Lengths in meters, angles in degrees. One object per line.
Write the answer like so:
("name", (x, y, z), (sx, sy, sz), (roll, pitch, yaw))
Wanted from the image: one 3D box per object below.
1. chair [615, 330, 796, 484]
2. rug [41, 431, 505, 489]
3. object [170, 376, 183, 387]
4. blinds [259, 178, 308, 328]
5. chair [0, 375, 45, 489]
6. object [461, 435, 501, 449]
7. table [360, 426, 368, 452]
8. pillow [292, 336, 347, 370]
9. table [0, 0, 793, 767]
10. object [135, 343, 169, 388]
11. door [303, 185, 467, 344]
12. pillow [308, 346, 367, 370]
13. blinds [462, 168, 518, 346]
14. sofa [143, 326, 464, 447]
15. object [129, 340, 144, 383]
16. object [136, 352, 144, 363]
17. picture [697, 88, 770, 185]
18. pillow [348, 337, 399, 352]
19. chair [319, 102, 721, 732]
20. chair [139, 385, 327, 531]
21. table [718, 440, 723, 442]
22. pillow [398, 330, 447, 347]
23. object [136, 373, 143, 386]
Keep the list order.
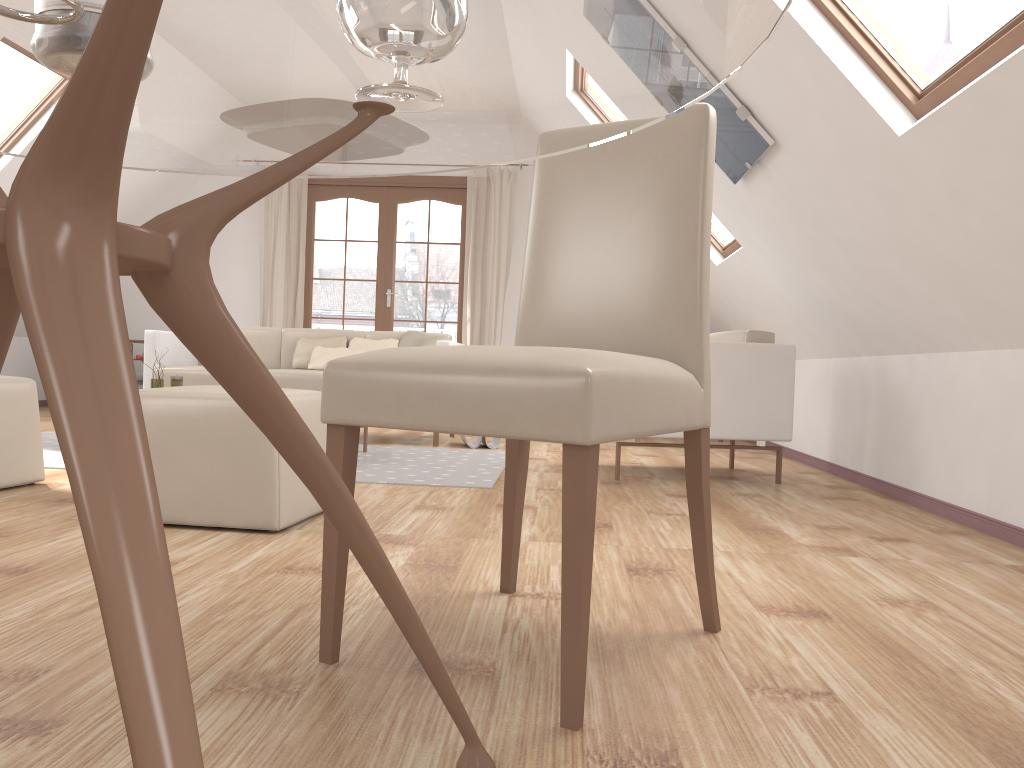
("chair", (0.819, 0.085, 4.308), (0.820, 0.706, 0.748), (2, 1, -7))
("rug", (-1.426, 0.350, 4.414), (2.800, 0.007, 1.600), (2, 1, 4))
("object", (-1.767, 0.051, 4.668), (0.075, 0.185, 0.075), (3, 1, 35))
("blinds", (-1.994, -0.836, 7.655), (0.423, 2.130, 0.120), (2, 1, 1))
("chair", (-1.963, 0.156, 3.015), (0.506, 0.394, 0.506), (2, 1, 8))
("object", (-0.191, 0.248, 5.430), (0.212, 0.267, 0.315), (2, 1, -9))
("table", (-1.380, 0.259, 4.476), (1.173, 0.190, 0.730), (2, 1, 4))
("pillow", (-1.269, -0.208, 5.841), (0.351, 0.235, 0.185), (2, 1, 7))
("table", (-0.406, 0.065, 0.723), (1.198, 0.770, 1.198), (3, 1, 24))
("object", (-1.832, -0.036, 4.558), (0.184, 0.359, 0.123), (1, 1, -45))
("door", (-1.108, -0.710, 7.695), (1.546, 2.001, 0.098), (2, 1, 4))
("pillow", (-1.129, -0.157, 5.682), (0.363, 0.170, 0.227), (2, 1, 9))
("blinds", (-0.203, -0.769, 7.506), (0.424, 2.129, 0.123), (2, 1, -2))
("sofa", (-1.291, -0.017, 5.740), (1.880, 0.706, 0.820), (2, 1, 4))
("object", (-3.305, -0.070, 7.475), (0.854, 0.608, 0.417), (2, 1, 4))
("object", (-3.025, -0.220, 7.415), (0.109, 0.109, 0.435), (2, 1, 4))
("picture", (0.616, -1.233, 3.508), (0.683, 0.738, 0.650), (2, 1, 4))
("pillow", (-0.929, -0.194, 5.815), (0.351, 0.225, 0.196), (2, 1, 9))
("chair", (0.061, -0.044, 1.543), (0.477, 0.999, 0.618), (3, 1, 31))
("chair", (-0.840, 0.202, 2.704), (0.506, 0.394, 0.506), (2, 1, 8))
("table", (1.252, 0.216, 6.958), (0.730, 0.390, 0.773), (2, 1, 2))
("pillow", (-0.617, -0.215, 5.751), (0.269, 0.276, 0.424), (1, 1, -37))
("object", (-3.218, -0.038, 7.428), (0.109, 0.109, 0.435), (2, 1, 4))
